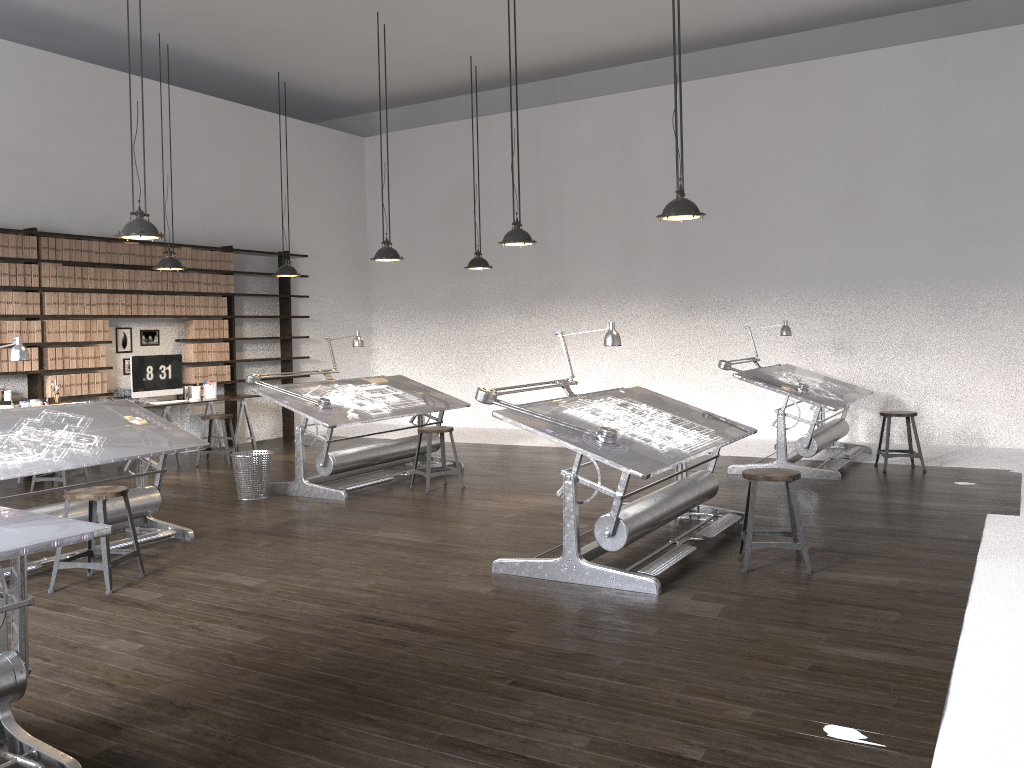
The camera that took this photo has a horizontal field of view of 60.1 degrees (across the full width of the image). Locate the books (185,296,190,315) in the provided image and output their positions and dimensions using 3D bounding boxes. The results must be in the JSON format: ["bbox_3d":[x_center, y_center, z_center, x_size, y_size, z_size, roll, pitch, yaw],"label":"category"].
[{"bbox_3d":[-3.833,-0.907,10.300,0.174,0.225,0.067,-1,1,30],"label":"books"}]

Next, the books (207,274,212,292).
[{"bbox_3d":[-3.669,-1.197,10.579,0.174,0.226,0.067,-1,1,30],"label":"books"}]

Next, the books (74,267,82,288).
[{"bbox_3d":[-4.518,-1.090,9.126,0.174,0.226,0.067,-1,1,30],"label":"books"}]

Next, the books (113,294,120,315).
[{"bbox_3d":[-4.297,-0.849,9.504,0.174,0.225,0.067,-1,1,30],"label":"books"}]

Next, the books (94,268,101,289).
[{"bbox_3d":[-4.412,-1.104,9.316,0.174,0.225,0.067,-1,1,30],"label":"books"}]

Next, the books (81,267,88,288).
[{"bbox_3d":[-4.484,-1.095,9.194,0.174,0.225,0.067,-1,1,30],"label":"books"}]

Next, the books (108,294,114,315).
[{"bbox_3d":[-4.332,-0.844,9.443,0.174,0.225,0.067,-1,1,30],"label":"books"}]

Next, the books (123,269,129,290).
[{"bbox_3d":[-4.236,-1.126,9.607,0.174,0.226,0.067,-1,1,30],"label":"books"}]

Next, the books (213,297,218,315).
[{"bbox_3d":[-3.625,-0.933,10.653,0.174,0.225,0.067,-1,1,30],"label":"books"}]

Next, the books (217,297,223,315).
[{"bbox_3d":[-3.589,-0.938,10.714,0.174,0.225,0.067,-1,1,30],"label":"books"}]

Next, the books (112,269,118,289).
[{"bbox_3d":[-4.308,-1.117,9.492,0.174,0.225,0.067,-1,1,30],"label":"books"}]

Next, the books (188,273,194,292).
[{"bbox_3d":[-3.809,-1.180,10.348,0.174,0.225,0.067,-1,1,30],"label":"books"}]

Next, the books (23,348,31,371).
[{"bbox_3d":[-4.780,-0.239,8.648,0.174,0.226,0.067,-1,1,30],"label":"books"}]

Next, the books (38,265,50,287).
[{"bbox_3d":[-4.695,-1.068,8.827,0.174,0.225,0.067,-1,1,30],"label":"books"}]

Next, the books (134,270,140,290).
[{"bbox_3d":[-4.171,-1.134,9.731,0.174,0.225,0.067,-1,1,30],"label":"books"}]

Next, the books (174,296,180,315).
[{"bbox_3d":[-3.898,-0.898,10.174,0.174,0.225,0.067,-1,1,30],"label":"books"}]

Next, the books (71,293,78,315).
[{"bbox_3d":[-4.540,-0.818,9.090,0.174,0.225,0.067,-1,1,30],"label":"books"}]

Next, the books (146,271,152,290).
[{"bbox_3d":[-4.093,-1.143,9.850,0.174,0.225,0.067,-1,1,30],"label":"books"}]

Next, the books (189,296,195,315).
[{"bbox_3d":[-3.796,-0.912,10.359,0.174,0.225,0.067,-1,1,30],"label":"books"}]

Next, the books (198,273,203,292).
[{"bbox_3d":[-3.740,-1.188,10.464,0.174,0.225,0.067,-1,1,30],"label":"books"}]

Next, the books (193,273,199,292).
[{"bbox_3d":[-3.770,-1.184,10.404,0.174,0.226,0.067,-1,1,30],"label":"books"}]

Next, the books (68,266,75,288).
[{"bbox_3d":[-4.560,-1.085,9.065,0.174,0.225,0.067,-1,1,30],"label":"books"}]

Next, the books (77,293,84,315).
[{"bbox_3d":[-4.503,-0.823,9.149,0.174,0.225,0.067,-1,1,30],"label":"books"}]

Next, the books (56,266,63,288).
[{"bbox_3d":[-4.619,-1.077,8.950,0.174,0.226,0.067,-1,1,30],"label":"books"}]

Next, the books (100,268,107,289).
[{"bbox_3d":[-4.376,-1.108,9.377,0.174,0.225,0.067,-1,1,30],"label":"books"}]

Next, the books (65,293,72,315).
[{"bbox_3d":[-4.572,-0.814,9.028,0.174,0.225,0.067,-1,1,30],"label":"books"}]

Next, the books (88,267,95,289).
[{"bbox_3d":[-4.444,-1.099,9.253,0.174,0.225,0.067,-1,1,30],"label":"books"}]

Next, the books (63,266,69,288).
[{"bbox_3d":[-4.591,-1.081,9.007,0.174,0.225,0.067,-1,1,30],"label":"books"}]

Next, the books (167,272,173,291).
[{"bbox_3d":[-3.950,-1.162,10.097,0.174,0.226,0.067,-1,1,30],"label":"books"}]

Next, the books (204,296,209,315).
[{"bbox_3d":[-3.692,-0.925,10.537,0.174,0.225,0.067,-1,1,30],"label":"books"}]

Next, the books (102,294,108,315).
[{"bbox_3d":[-4.361,-0.840,9.382,0.174,0.226,0.067,-1,1,30],"label":"books"}]

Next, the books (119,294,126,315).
[{"bbox_3d":[-4.257,-0.853,9.563,0.174,0.225,0.067,-1,1,30],"label":"books"}]

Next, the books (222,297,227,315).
[{"bbox_3d":[-3.550,-0.942,10.773,0.174,0.225,0.067,-1,1,30],"label":"books"}]

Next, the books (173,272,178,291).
[{"bbox_3d":[-3.917,-1.166,10.165,0.174,0.225,0.067,-1,1,30],"label":"books"}]

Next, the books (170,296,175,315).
[{"bbox_3d":[-3.934,-0.894,10.111,0.174,0.226,0.067,-1,1,30],"label":"books"}]

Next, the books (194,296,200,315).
[{"bbox_3d":[-3.757,-0.916,10.418,0.174,0.226,0.067,-1,1,30],"label":"books"}]

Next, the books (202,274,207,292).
[{"bbox_3d":[-3.707,-1.192,10.517,0.174,0.225,0.067,-1,1,30],"label":"books"}]

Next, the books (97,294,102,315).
[{"bbox_3d":[-4.399,-0.836,9.327,0.174,0.225,0.067,-1,1,30],"label":"books"}]

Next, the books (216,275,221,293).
[{"bbox_3d":[-3.603,-1.206,10.702,0.174,0.225,0.067,-1,1,30],"label":"books"}]

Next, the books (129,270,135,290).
[{"bbox_3d":[-4.204,-1.130,9.670,0.174,0.225,0.067,-1,1,30],"label":"books"}]

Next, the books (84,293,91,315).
[{"bbox_3d":[-4.464,-0.827,9.208,0.174,0.226,0.067,-1,1,30],"label":"books"}]

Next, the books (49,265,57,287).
[{"bbox_3d":[-4.655,-1.073,8.888,0.174,0.225,0.067,-1,1,30],"label":"books"}]

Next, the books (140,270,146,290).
[{"bbox_3d":[-4.132,-1.139,9.789,0.174,0.225,0.067,-1,1,30],"label":"books"}]

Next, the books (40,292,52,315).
[{"bbox_3d":[-4.678,-0.801,8.849,0.174,0.225,0.067,-1,1,30],"label":"books"}]

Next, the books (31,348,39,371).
[{"bbox_3d":[-4.743,-0.244,8.716,0.174,0.225,0.067,-1,1,30],"label":"books"}]

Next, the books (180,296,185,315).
[{"bbox_3d":[-3.864,-0.903,10.238,0.174,0.225,0.067,-1,1,30],"label":"books"}]

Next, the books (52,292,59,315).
[{"bbox_3d":[-4.642,-0.805,8.901,0.174,0.226,0.067,-1,1,30],"label":"books"}]

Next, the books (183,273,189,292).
[{"bbox_3d":[-3.845,-1.175,10.287,0.174,0.225,0.067,-1,1,30],"label":"books"}]

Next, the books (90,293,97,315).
[{"bbox_3d":[-4.429,-0.832,9.271,0.174,0.225,0.067,-1,1,30],"label":"books"}]

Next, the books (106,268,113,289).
[{"bbox_3d":[-4.337,-1.113,9.432,0.174,0.226,0.067,-1,1,30],"label":"books"}]

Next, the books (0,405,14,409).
[{"bbox_3d":[-4.717,0.243,8.109,0.385,0.147,0.295,0,3,30],"label":"books"}]

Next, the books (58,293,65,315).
[{"bbox_3d":[-4.605,-0.809,8.964,0.174,0.225,0.067,-1,1,30],"label":"books"}]

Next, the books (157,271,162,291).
[{"bbox_3d":[-4.028,-1.152,9.970,0.174,0.225,0.067,-1,1,30],"label":"books"}]

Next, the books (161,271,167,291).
[{"bbox_3d":[-3.992,-1.157,10.036,0.174,0.225,0.067,-1,1,30],"label":"books"}]

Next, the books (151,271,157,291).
[{"bbox_3d":[-4.056,-1.148,9.913,0.174,0.226,0.067,-1,1,30],"label":"books"}]

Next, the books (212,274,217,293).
[{"bbox_3d":[-3.636,-1.201,10.641,0.174,0.225,0.067,-1,1,30],"label":"books"}]

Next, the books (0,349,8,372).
[{"bbox_3d":[-4.898,-0.225,8.457,0.174,0.225,0.067,-1,1,30],"label":"books"}]

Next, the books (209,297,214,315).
[{"bbox_3d":[-3.654,-0.929,10.592,0.174,0.226,0.067,-1,1,30],"label":"books"}]

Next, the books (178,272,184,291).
[{"bbox_3d":[-3.877,-1.171,10.224,0.174,0.225,0.067,-1,1,30],"label":"books"}]
